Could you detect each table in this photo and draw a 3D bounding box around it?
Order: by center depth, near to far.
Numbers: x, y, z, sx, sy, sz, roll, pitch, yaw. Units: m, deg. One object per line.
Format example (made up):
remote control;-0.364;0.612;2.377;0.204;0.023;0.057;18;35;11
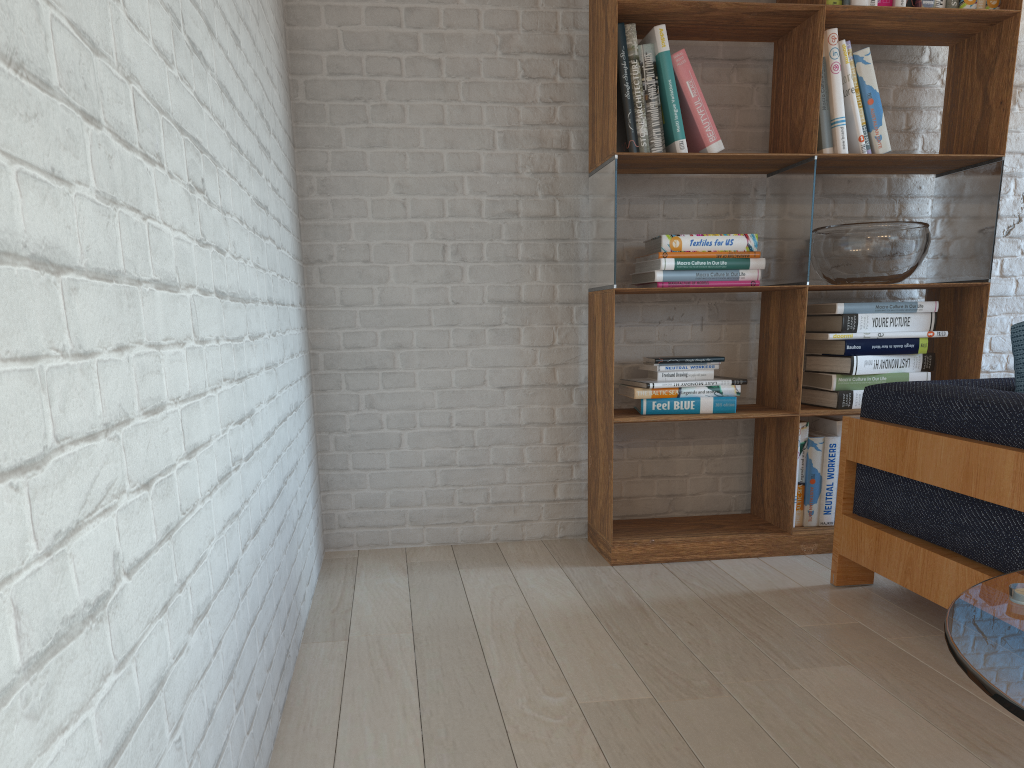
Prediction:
table;1.116;0.561;0.688;1.076;0.461;1.776;-1;5;-2

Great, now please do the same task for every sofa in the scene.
sofa;2.312;0.406;0.940;2.077;0.682;3.837;-2;5;-8

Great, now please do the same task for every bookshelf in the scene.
bookshelf;0.950;-0.504;3.018;1.316;2.278;0.351;-3;14;-7

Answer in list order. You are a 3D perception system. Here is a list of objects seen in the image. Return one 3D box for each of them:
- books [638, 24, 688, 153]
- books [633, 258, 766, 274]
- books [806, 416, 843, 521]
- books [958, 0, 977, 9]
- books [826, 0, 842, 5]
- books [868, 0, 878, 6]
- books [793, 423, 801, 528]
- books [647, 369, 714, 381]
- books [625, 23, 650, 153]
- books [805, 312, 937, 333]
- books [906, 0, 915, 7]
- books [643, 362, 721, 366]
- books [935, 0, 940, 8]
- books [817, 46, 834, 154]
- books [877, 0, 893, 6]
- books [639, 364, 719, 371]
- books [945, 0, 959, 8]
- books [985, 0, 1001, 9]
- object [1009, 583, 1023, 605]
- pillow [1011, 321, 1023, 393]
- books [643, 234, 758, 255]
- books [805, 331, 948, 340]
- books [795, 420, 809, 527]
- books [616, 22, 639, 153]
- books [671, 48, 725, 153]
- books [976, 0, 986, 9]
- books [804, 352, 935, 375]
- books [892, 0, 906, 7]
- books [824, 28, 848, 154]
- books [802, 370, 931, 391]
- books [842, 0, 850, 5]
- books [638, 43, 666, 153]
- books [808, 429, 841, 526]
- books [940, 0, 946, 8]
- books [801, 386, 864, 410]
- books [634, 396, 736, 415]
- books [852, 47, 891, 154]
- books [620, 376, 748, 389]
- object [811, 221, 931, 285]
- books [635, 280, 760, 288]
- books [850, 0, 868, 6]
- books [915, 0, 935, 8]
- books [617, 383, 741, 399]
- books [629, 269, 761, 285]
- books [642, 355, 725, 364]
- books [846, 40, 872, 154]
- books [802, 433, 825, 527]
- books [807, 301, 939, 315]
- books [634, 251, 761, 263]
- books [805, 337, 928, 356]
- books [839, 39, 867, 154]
books;0.487;-0.933;2.864;0.121;0.394;0.235;-3;12;-8
books;0.639;-0.406;3.001;0.379;0.038;0.237;-2;5;-14
books;1.188;0.313;3.285;0.079;0.398;0.235;-3;12;-8
books;1.451;-1.366;2.891;0.055;0.341;0.246;-3;11;-8
books;1.000;-1.354;2.847;0.055;0.341;0.246;-3;11;-8
books;1.125;-1.384;2.842;0.036;0.396;0.235;-3;12;-8
books;0.992;0.323;3.237;0.036;0.396;0.235;-3;12;-8
books;0.600;-0.036;3.118;0.205;0.035;0.128;-2;5;-8
books;0.379;-0.933;2.862;0.091;0.397;0.235;-3;12;-8
books;1.293;-0.222;3.159;0.379;0.067;0.237;-2;5;-13
books;1.254;-1.388;2.863;0.036;0.396;0.235;-3;12;-8
books;0.601;-0.076;3.108;0.242;0.008;0.151;-2;4;-8
books;1.339;-1.377;2.878;0.021;0.371;0.263;-3;11;-8
books;0.996;-0.949;2.949;0.101;0.397;0.235;-3;12;-8
books;1.170;-1.359;2.869;0.055;0.341;0.246;-3;11;-8
books;0.593;-0.062;3.118;0.236;0.019;0.166;-2;4;-15
books;1.404;-1.393;2.883;0.036;0.396;0.235;-3;12;-8
books;1.544;-1.370;2.924;0.055;0.341;0.246;-3;11;-8
object;0.876;0.306;1.374;0.299;0.028;0.067;-4;6;-30
pillow;1.636;0.029;2.401;0.555;0.423;0.215;-2;12;-8
books;0.641;-0.475;3.002;0.326;0.057;0.247;-2;5;-5
books;1.287;-0.178;3.151;0.444;0.021;0.264;-2;4;-8
books;1.025;0.321;3.257;0.036;0.396;0.235;-3;12;-8
books;0.343;-0.930;2.850;0.091;0.397;0.235;-3;12;-8
books;0.575;-0.906;2.907;0.195;0.329;0.246;-3;11;-8
books;1.497;-1.395;2.895;0.036;0.396;0.235;-3;12;-8
books;1.300;-0.078;3.176;0.378;0.067;0.238;-3;5;-21
books;1.219;-1.386;2.849;0.036;0.396;0.235;-3;12;-8
books;1.037;-0.947;2.931;0.103;0.396;0.235;-3;12;-8
books;1.288;-0.019;3.205;0.362;0.057;0.274;-2;5;-5
books;1.038;-1.369;2.847;0.021;0.371;0.263;-3;11;-8
books;0.428;-0.910;2.893;0.102;0.345;0.246;-3;11;-8
books;1.130;0.344;3.263;0.055;0.341;0.246;-3;11;-8
books;1.365;-1.393;2.891;0.036;0.396;0.235;-3;12;-8
books;1.293;0.043;3.202;0.379;0.067;0.237;-2;5;-13
books;0.612;0.066;3.123;0.326;0.057;0.247;-1;5;2
books;1.158;-0.926;2.958;0.158;0.340;0.246;-3;11;-8
books;0.606;-0.008;3.102;0.378;0.019;0.238;-2;4;-15
object;1.267;-0.454;3.108;0.400;0.208;0.391;3;8;34
books;0.637;-0.341;3.030;0.355;0.021;0.264;-2;4;-8
books;1.080;-1.355;2.839;0.055;0.341;0.246;-3;11;-8
books;1.303;-1.361;2.862;0.055;0.341;0.246;-3;11;-8
books;0.589;0.020;3.117;0.379;0.038;0.237;-2;4;-8
books;0.628;-0.369;3.015;0.379;0.038;0.237;-2;5;-12
books;0.605;-0.088;3.093;0.252;0.018;0.157;-2;4;-8
books;1.109;-0.934;2.964;0.124;0.360;0.263;-3;11;-8
books;1.074;0.347;3.262;0.057;0.341;0.246;-3;11;-8
books;1.288;-0.273;3.141;0.379;0.038;0.237;-2;4;-8
books;0.634;-0.436;3.013;0.355;0.021;0.264;-2;4;-9
books;1.274;-0.138;3.147;0.326;0.057;0.248;-2;5;-13
books;1.088;-0.933;2.952;0.124;0.360;0.263;-3;11;-8
